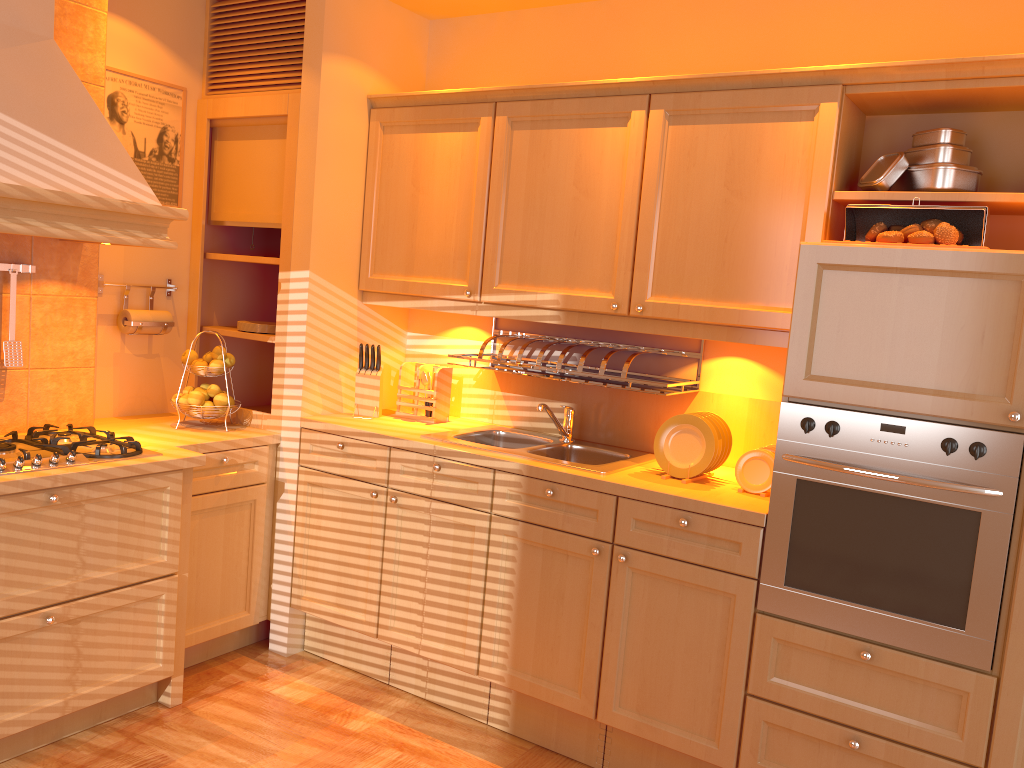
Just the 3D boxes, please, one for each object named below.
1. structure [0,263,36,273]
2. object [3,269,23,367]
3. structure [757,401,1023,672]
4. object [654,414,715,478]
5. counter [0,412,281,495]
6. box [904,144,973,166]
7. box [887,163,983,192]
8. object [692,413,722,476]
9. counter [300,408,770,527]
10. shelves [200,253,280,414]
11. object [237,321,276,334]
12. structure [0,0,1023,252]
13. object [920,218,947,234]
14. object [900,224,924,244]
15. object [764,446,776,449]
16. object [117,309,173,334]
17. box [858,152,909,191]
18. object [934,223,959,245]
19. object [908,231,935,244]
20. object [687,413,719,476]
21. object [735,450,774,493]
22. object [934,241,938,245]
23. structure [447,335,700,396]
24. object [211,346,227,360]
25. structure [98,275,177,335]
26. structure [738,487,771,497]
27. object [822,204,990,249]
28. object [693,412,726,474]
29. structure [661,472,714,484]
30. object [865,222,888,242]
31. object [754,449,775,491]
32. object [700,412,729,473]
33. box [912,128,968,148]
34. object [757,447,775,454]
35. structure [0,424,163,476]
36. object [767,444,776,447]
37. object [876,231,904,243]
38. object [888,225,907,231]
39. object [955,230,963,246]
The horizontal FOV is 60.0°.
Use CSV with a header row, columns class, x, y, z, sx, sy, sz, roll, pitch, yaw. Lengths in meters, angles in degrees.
class,x,y,z,sx,sy,sz,roll,pitch,yaw
structure,-1.745,-0.376,2.775,0.009,0.024,0.506,9,7,32
object,-1.647,-0.217,2.934,0.020,0.323,0.061,9,7,32
structure,0.936,0.373,2.262,0.576,0.583,0.066,9,7,32
object,0.544,0.196,2.805,0.205,0.200,0.049,9,7,34
counter,-1.691,0.233,2.626,0.770,0.038,2.250,9,7,32
box,1.236,-0.652,2.586,0.124,0.066,0.177,3,6,-21
box,1.230,-0.584,2.593,0.169,0.090,0.242,3,6,-21
object,0.577,0.194,2.850,0.205,0.200,0.049,9,7,34
counter,0.105,0.247,3.163,1.800,0.038,0.600,9,7,32
shelves,-0.954,-0.181,3.838,0.600,0.702,0.582,9,7,32
object,-1.033,-0.235,3.708,0.222,0.039,0.222,0,8,-40
structure,0.089,-0.771,2.409,4.091,1.148,1.061,6,6,6
object,1.121,-0.417,2.352,0.061,0.047,0.063,4,6,-9
object,1.067,-0.397,2.367,0.065,0.056,0.056,7,6,17
object,0.800,0.259,2.771,0.133,0.129,0.037,9,7,33
object,-1.439,-0.244,3.485,0.096,0.094,0.186,9,7,33
box,1.087,-0.616,2.593,0.117,0.129,0.098,3,6,-21
object,1.123,-0.385,2.292,0.066,0.064,0.045,4,6,-6
object,1.066,-0.381,2.310,0.062,0.036,0.065,-1,8,-44
object,0.560,0.195,2.828,0.205,0.200,0.049,9,7,34
object,0.739,0.264,2.680,0.133,0.129,0.037,9,7,33
object,1.121,-0.379,2.333,0.065,0.036,0.062,9,7,35
structure,0.214,-0.087,3.254,0.900,0.126,0.300,9,7,32
object,-1.131,-0.119,3.425,0.055,0.059,0.058,4,6,-11
structure,-1.444,-0.306,3.486,0.126,0.220,0.320,9,7,32
structure,0.780,0.323,2.756,0.084,0.010,0.219,9,7,34
object,1.081,-0.419,2.390,0.400,0.123,0.280,9,7,33
object,0.593,0.193,2.873,0.205,0.200,0.049,9,7,34
structure,0.568,0.295,2.855,0.084,0.010,0.219,9,7,35
object,1.004,-0.413,2.443,0.055,0.064,0.069,9,8,37
object,0.754,0.263,2.703,0.133,0.129,0.037,9,7,33
object,0.610,0.192,2.895,0.205,0.200,0.049,9,7,34
box,1.240,-0.707,2.580,0.098,0.052,0.140,3,6,-21
object,0.785,0.260,2.748,0.133,0.129,0.037,9,7,33
structure,-1.557,0.196,2.687,0.494,0.051,0.797,9,7,32
object,0.831,0.257,2.817,0.133,0.129,0.037,9,7,35
object,1.006,-0.389,2.355,0.069,0.034,0.066,0,8,-39
object,1.068,-0.409,2.452,0.069,0.061,0.037,7,6,16
object,1.168,-0.391,2.368,0.066,0.058,0.065,8,7,24
